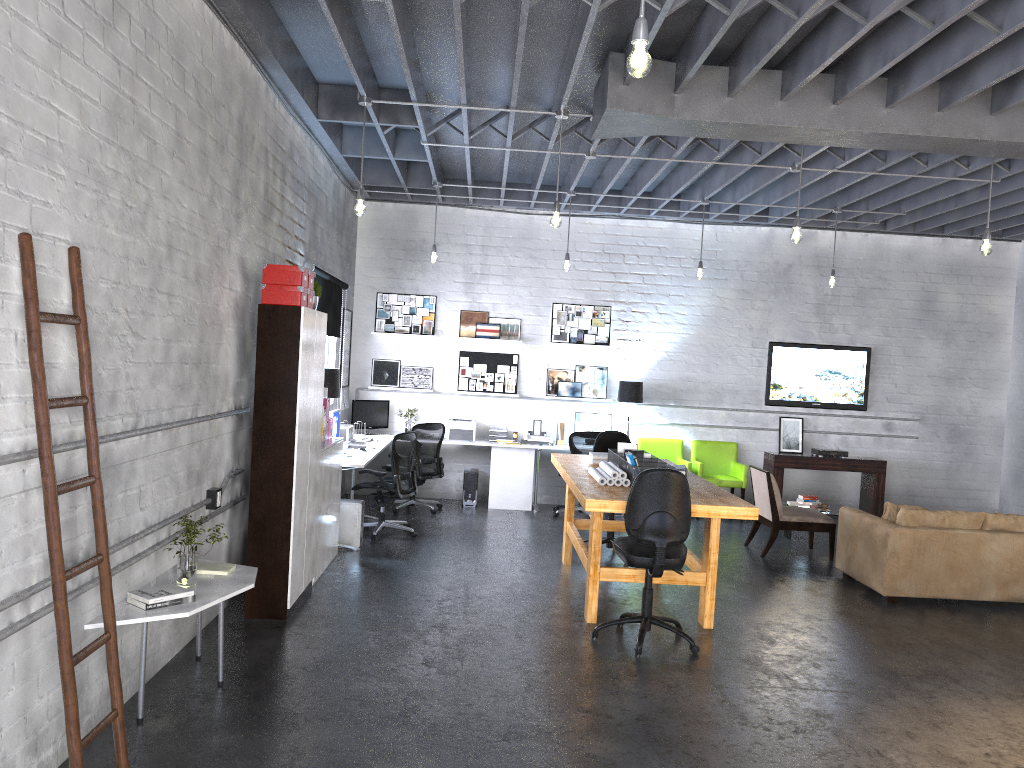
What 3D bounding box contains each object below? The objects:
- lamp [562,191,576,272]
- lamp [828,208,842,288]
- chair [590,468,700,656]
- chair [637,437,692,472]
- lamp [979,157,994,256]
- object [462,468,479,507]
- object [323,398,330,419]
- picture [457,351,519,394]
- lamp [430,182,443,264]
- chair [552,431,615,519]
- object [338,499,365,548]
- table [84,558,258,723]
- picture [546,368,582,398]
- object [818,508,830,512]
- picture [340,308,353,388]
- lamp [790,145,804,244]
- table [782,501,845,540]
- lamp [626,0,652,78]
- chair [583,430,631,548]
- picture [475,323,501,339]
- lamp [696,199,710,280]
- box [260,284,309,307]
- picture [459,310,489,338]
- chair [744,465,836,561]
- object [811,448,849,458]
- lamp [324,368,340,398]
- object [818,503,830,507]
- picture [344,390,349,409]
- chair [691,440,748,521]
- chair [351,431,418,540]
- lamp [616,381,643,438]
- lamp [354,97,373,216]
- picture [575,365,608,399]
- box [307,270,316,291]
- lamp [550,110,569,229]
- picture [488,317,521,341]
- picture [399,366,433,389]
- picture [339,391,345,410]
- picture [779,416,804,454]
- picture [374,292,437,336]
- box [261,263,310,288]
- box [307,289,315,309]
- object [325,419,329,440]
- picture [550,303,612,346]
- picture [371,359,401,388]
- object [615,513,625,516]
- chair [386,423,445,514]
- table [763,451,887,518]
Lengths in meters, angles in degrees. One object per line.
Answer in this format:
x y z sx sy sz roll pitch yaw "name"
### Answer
0.625 -1.678 9.764 0.104 0.879 0.104 3 2 -2 "lamp"
3.589 -1.510 9.869 0.104 0.879 0.104 5 3 42 "lamp"
0.874 1.095 5.773 0.659 1.165 0.686 3 2 -4 "chair"
1.862 1.148 11.013 0.611 0.921 0.515 3 2 -2 "chair"
3.689 -1.432 6.845 0.104 0.879 0.104 5 3 42 "lamp"
-0.510 1.270 10.899 0.180 0.411 0.475 3 2 -2 "object"
-1.661 0.202 7.499 0.214 0.177 0.161 3 2 -2 "object"
-0.299 -0.144 11.117 0.749 0.504 0.058 3 2 -2 "picture"
-0.837 -1.760 9.712 0.104 0.879 0.104 3 2 -2 "lamp"
0.813 1.046 10.444 0.732 1.032 0.752 2 2 -33 "chair"
-1.614 1.273 8.148 0.478 0.411 0.200 3 2 -2 "object"
-1.618 1.299 4.498 0.517 0.532 1.335 3 2 -2 "table"
0.658 -0.011 11.151 0.452 0.345 0.054 3 2 -2 "picture"
3.511 1.413 9.977 0.137 0.031 0.137 4 2 24 "object"
-1.981 -0.425 10.584 0.020 0.936 0.658 3 2 -2 "picture"
2.205 -1.516 6.792 0.104 0.879 0.104 3 2 -2 "lamp"
3.494 1.574 10.147 0.873 0.300 0.872 3 1 1 "table"
0.473 -1.527 3.135 0.104 0.879 0.104 4 2 16 "lamp"
0.978 1.039 8.341 0.659 1.165 0.686 3 2 -4 "chair"
-0.303 -0.659 11.085 0.311 0.196 0.029 3 2 -2 "picture"
2.105 -1.594 9.816 0.104 0.879 0.104 3 2 -2 "lamp"
-1.489 -0.576 5.810 0.270 0.131 0.206 3 2 -2 "box"
-0.478 -0.743 11.094 0.355 0.343 0.042 3 2 -2 "picture"
2.814 1.291 8.971 0.725 0.843 0.574 3 2 -2 "chair"
3.981 0.866 11.120 0.370 0.082 0.266 3 1 -2 "object"
-1.724 0.272 7.998 0.333 0.832 0.333 1 3 -41 "lamp"
3.627 1.407 10.334 0.151 0.040 0.151 4 1 15 "object"
-2.014 0.184 10.790 0.036 0.221 0.289 3 2 -2 "picture"
2.556 1.187 11.038 0.611 0.921 0.515 3 2 -2 "chair"
-1.271 0.967 8.760 0.753 1.032 0.731 3 2 2 "chair"
1.449 0.382 10.996 0.333 0.832 0.333 1 3 -41 "lamp"
-1.125 -1.704 6.674 0.104 0.879 0.104 3 2 -2 "lamp"
0.995 -0.024 11.171 0.410 0.409 0.047 3 2 -2 "picture"
-1.489 -0.712 6.013 0.268 0.133 0.206 3 2 -2 "box"
0.354 -1.620 6.727 0.104 0.879 0.104 3 2 -2 "lamp"
-0.096 -0.688 11.106 0.410 0.277 0.036 3 2 -2 "picture"
-1.196 -0.082 11.096 0.410 0.277 0.036 3 2 -2 "picture"
-2.002 0.193 10.443 0.036 0.221 0.289 3 2 -2 "picture"
3.543 0.650 11.255 0.308 0.457 0.092 3 2 -2 "picture"
-1.326 -0.871 11.052 0.749 0.504 0.058 3 2 -2 "picture"
-1.481 -0.705 5.805 0.270 0.131 0.206 3 2 -2 "box"
-1.496 -0.581 6.019 0.270 0.131 0.206 3 2 -2 "box"
-1.671 0.379 7.507 0.214 0.177 0.161 3 2 -2 "object"
0.868 -0.747 11.130 0.749 0.504 0.058 3 2 -2 "picture"
-1.578 -0.136 11.084 0.355 0.343 0.042 3 2 -2 "picture"
1.275 1.373 10.883 0.180 0.411 0.475 3 2 -2 "object"
-1.145 0.939 10.221 0.752 1.032 0.732 4 2 22 "chair"
3.901 1.312 11.146 1.410 0.820 0.403 3 2 -2 "table"
